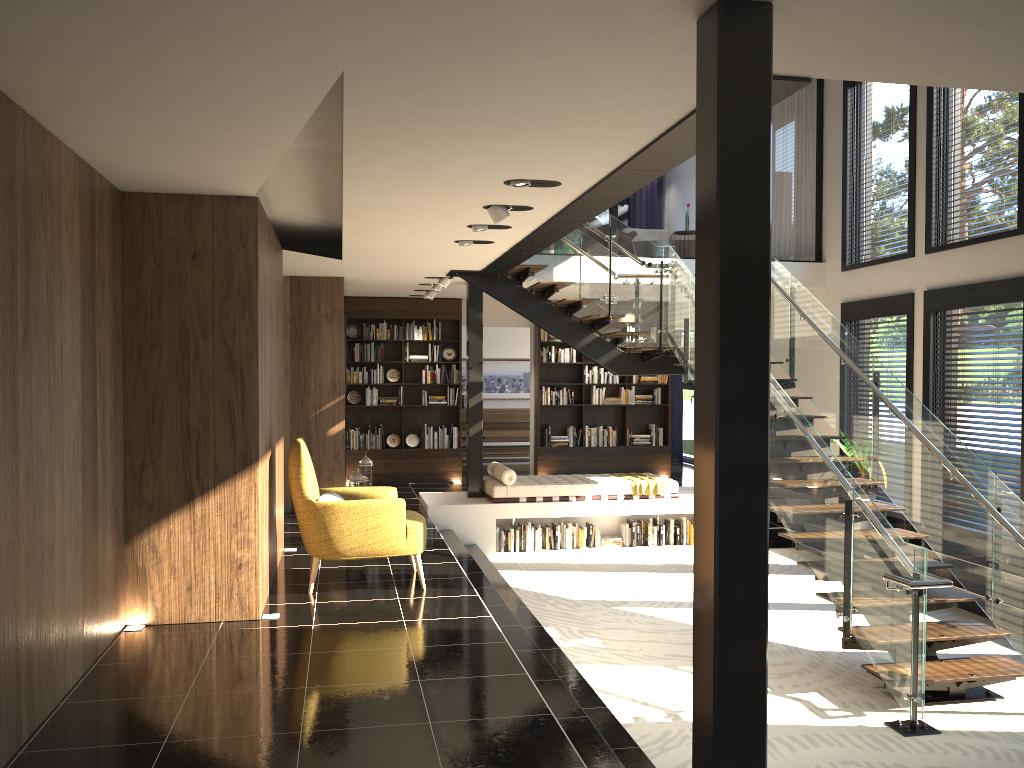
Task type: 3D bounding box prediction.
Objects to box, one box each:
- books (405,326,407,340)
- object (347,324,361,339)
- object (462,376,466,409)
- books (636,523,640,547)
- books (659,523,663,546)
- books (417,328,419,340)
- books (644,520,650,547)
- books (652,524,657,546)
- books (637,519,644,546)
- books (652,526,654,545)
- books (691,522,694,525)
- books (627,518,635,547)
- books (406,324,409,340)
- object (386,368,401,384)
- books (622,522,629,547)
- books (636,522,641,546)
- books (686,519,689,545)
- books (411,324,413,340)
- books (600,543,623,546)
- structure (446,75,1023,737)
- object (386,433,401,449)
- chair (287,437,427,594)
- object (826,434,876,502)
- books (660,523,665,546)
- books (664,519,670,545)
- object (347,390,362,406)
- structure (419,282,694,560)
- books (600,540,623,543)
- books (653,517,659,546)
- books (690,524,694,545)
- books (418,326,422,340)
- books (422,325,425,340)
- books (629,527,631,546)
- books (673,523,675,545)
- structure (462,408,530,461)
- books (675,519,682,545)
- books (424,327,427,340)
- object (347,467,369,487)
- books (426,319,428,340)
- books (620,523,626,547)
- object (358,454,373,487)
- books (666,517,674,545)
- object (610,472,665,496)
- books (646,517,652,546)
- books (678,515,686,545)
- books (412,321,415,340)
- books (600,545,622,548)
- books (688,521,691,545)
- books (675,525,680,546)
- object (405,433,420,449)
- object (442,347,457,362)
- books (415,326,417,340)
[{"bbox_3d":[-1.546,-0.738,12.880,0.021,0.204,0.224,0,1,-11],"label":"books"},{"bbox_3d":[-2.277,-0.746,12.717,0.212,0.222,0.082,0,1,-11],"label":"object"},{"bbox_3d":[-1.000,0.047,16.593,0.272,0.860,0.270,0,1,4],"label":"object"},{"bbox_3d":[1.495,1.810,10.680,0.029,0.268,0.173,0,1,-11],"label":"books"},{"bbox_3d":[1.781,1.817,10.729,0.036,0.253,0.178,0,1,-11],"label":"books"},{"bbox_3d":[-1.375,-0.722,12.942,0.034,0.171,0.158,0,1,-11],"label":"books"},{"bbox_3d":[1.613,1.801,10.686,0.026,0.287,0.204,0,1,-11],"label":"books"},{"bbox_3d":[1.714,1.828,10.737,0.028,0.231,0.158,0,1,-11],"label":"books"},{"bbox_3d":[1.552,1.791,10.703,0.035,0.305,0.151,0,1,-11],"label":"books"},{"bbox_3d":[1.684,1.831,10.750,0.026,0.226,0.132,0,1,-11],"label":"books"},{"bbox_3d":[2.231,1.821,10.803,0.024,0.246,0.211,0,1,-11],"label":"books"},{"bbox_3d":[1.431,1.786,10.660,0.043,0.316,0.209,0,1,-11],"label":"books"},{"bbox_3d":[-1.522,-0.754,12.897,0.033,0.237,0.231,0,1,-11],"label":"books"},{"bbox_3d":[-1.722,-0.116,12.863,0.212,0.222,0.082,0,1,-11],"label":"object"},{"bbox_3d":[1.366,1.808,10.661,0.030,0.273,0.168,0,1,-11],"label":"books"},{"bbox_3d":[1.521,1.810,10.694,0.029,0.268,0.146,0,1,-11],"label":"books"},{"bbox_3d":[2.111,1.792,10.804,0.021,0.302,0.167,0,1,-11],"label":"books"},{"bbox_3d":[-1.462,-0.756,12.904,0.035,0.241,0.208,0,1,-11],"label":"books"},{"bbox_3d":[1.176,1.908,10.646,0.261,0.024,0.167,0,1,-14],"label":"books"},{"bbox_3d":[1.581,0.017,7.198,3.447,4.870,7.278,0,1,-12],"label":"structure"},{"bbox_3d":[-1.719,0.830,12.864,0.212,0.222,0.082,0,1,-11],"label":"object"},{"bbox_3d":[-1.164,0.951,6.690,1.030,1.098,0.807,0,1,-12],"label":"chair"},{"bbox_3d":[3.850,1.172,9.769,0.876,1.338,0.830,0,1,-22],"label":"object"},{"bbox_3d":[1.808,1.816,10.735,0.019,0.256,0.186,0,1,-11],"label":"books"},{"bbox_3d":[1.866,1.797,10.775,0.066,0.294,0.142,0,1,-11],"label":"books"},{"bbox_3d":[-2.270,0.201,12.765,0.212,0.222,0.082,0,1,-11],"label":"object"},{"bbox_3d":[0.797,0.389,10.913,3.781,3.246,1.148,0,1,-11],"label":"structure"},{"bbox_3d":[1.175,1.884,10.650,0.274,0.025,0.156,0,1,-14],"label":"books"},{"bbox_3d":[1.744,1.785,10.738,0.033,0.318,0.152,0,1,-11],"label":"books"},{"bbox_3d":[2.163,1.819,10.789,0.025,0.249,0.208,0,1,-11],"label":"books"},{"bbox_3d":[-1.341,-0.742,12.942,0.034,0.211,0.205,0,1,-11],"label":"books"},{"bbox_3d":[-1.307,-0.747,12.965,0.042,0.223,0.163,0,1,-11],"label":"books"},{"bbox_3d":[1.391,1.831,10.682,0.027,0.226,0.165,0,1,-11],"label":"books"},{"bbox_3d":[1.940,1.815,10.789,0.030,0.256,0.160,0,1,-11],"label":"books"},{"bbox_3d":[-0.405,0.940,16.682,6.276,0.982,0.885,0,1,-11],"label":"structure"},{"bbox_3d":[2.034,1.801,10.810,0.026,0.284,0.177,0,1,-11],"label":"books"},{"bbox_3d":[-1.272,-0.731,12.970,0.029,0.191,0.177,0,1,-11],"label":"books"},{"bbox_3d":[-1.825,1.222,10.498,0.262,0.483,0.262,0,1,-11],"label":"object"},{"bbox_3d":[-1.242,-0.787,12.931,0.015,0.303,0.251,0,1,-11],"label":"books"},{"bbox_3d":[1.334,1.813,10.683,0.026,0.263,0.156,0,1,-11],"label":"books"},{"bbox_3d":[-1.770,1.140,10.741,0.182,0.643,0.182,0,1,-11],"label":"object"},{"bbox_3d":[1.915,1.787,10.770,0.027,0.312,0.189,0,1,-11],"label":"books"},{"bbox_3d":[1.525,1.392,11.087,0.466,0.510,1.166,0,1,-11],"label":"object"},{"bbox_3d":[1.659,1.780,10.736,0.029,0.326,0.153,0,1,-11],"label":"books"},{"bbox_3d":[2.067,1.776,10.783,0.028,0.334,0.205,0,1,-11],"label":"books"},{"bbox_3d":[-1.430,-0.773,12.864,0.011,0.276,0.287,0,1,-11],"label":"books"},{"bbox_3d":[1.176,1.932,10.646,0.257,0.024,0.167,0,1,-11],"label":"books"},{"bbox_3d":[2.134,1.801,10.806,0.025,0.285,0.164,0,1,-11],"label":"books"},{"bbox_3d":[1.977,1.829,10.765,0.032,0.229,0.228,0,1,-11],"label":"books"},{"bbox_3d":[-1.448,0.830,12.911,0.212,0.222,0.082,0,1,-11],"label":"object"},{"bbox_3d":[-0.918,-0.432,12.992,0.212,0.222,0.082,0,1,-11],"label":"object"},{"bbox_3d":[-1.406,-0.740,12.939,0.027,0.207,0.203,0,1,-11],"label":"books"}]
